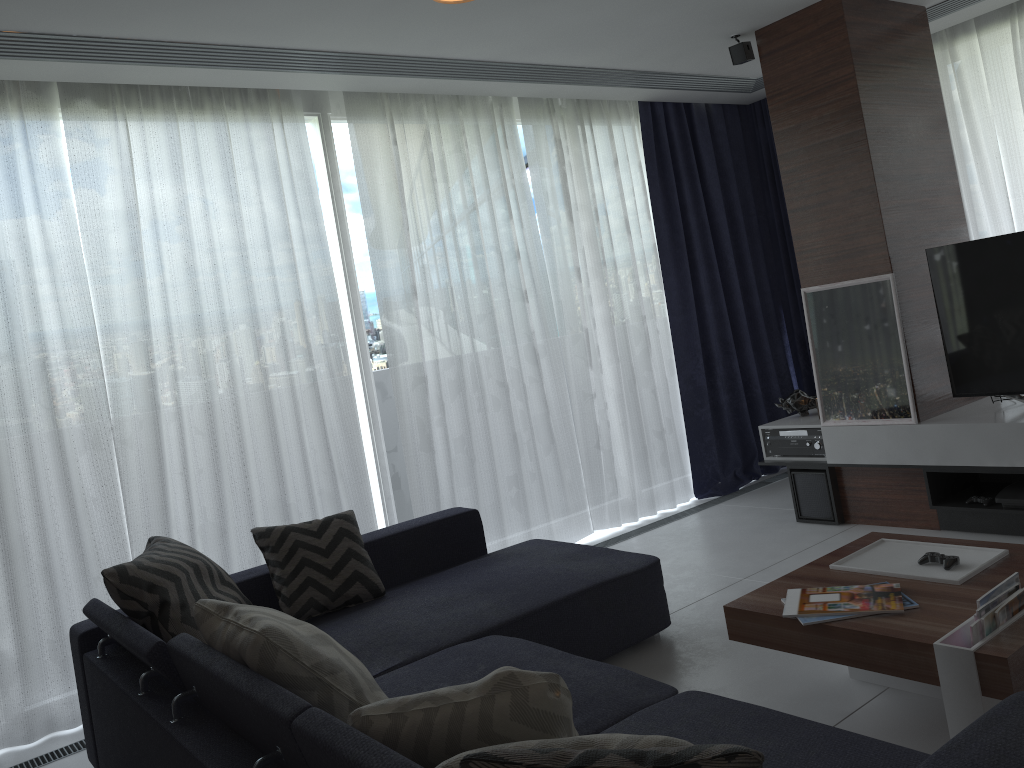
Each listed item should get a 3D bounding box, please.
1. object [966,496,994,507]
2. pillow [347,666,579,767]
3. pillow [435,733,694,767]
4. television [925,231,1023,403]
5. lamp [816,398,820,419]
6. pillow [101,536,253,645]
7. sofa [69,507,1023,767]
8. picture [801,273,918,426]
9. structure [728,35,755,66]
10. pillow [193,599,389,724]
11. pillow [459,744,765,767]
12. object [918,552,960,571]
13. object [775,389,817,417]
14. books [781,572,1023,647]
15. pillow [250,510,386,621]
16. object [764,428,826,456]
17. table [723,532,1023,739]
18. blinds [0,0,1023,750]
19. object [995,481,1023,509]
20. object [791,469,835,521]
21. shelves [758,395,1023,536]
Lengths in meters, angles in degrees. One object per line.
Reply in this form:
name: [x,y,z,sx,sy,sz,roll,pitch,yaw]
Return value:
object: [2.081,0.515,3.925,0.071,0.036,0.112,-11,3,-23]
pillow: [-0.063,0.682,1.644,0.417,0.352,0.280,-10,0,6]
pillow: [0.127,0.669,1.434,0.414,0.295,0.331,-9,1,15]
television: [2.380,-0.281,3.638,0.299,0.787,1.221,-9,1,-37]
lamp: [1.642,0.082,4.647,0.077,0.211,0.154,-10,0,12]
pillow: [-1.064,0.773,2.893,0.356,0.519,0.597,-10,1,-6]
sofa: [0.094,0.780,2.463,1.913,0.609,2.853,-12,4,-37]
picture: [1.666,-0.151,4.274,0.053,0.702,0.496,-8,-1,-37]
structure: [1.192,-1.736,4.597,0.084,0.142,0.115,-10,0,43]
pillow: [-0.519,0.702,2.152,0.345,0.388,0.491,-10,1,-37]
pillow: [0.175,0.638,1.197,0.413,0.386,0.222,-9,0,24]
object: [1.254,0.513,2.590,0.071,0.036,0.112,-11,3,-23]
object: [1.627,0.100,4.922,0.310,0.150,0.137,-9,0,10]
books: [4.193,0.237,0.317,8.180,0.373,0.408,-8,2,32]
pillow: [-0.724,0.678,3.349,0.418,0.345,0.284,-10,1,-32]
object: [1.623,0.285,4.759,0.371,0.150,0.367,-12,3,-37]
table: [1.193,0.718,2.492,0.811,0.353,0.795,-12,3,-37]
blinds: [0.814,-0.427,2.216,7.185,2.776,5.761,-11,3,-33]
object: [2.297,0.470,3.773,0.316,0.067,0.312,-12,4,-37]
object: [1.641,0.555,4.614,0.256,0.251,0.211,-10,0,-37]
shelves: [2.379,0.346,4.108,0.879,0.500,2.333,-11,3,-36]
